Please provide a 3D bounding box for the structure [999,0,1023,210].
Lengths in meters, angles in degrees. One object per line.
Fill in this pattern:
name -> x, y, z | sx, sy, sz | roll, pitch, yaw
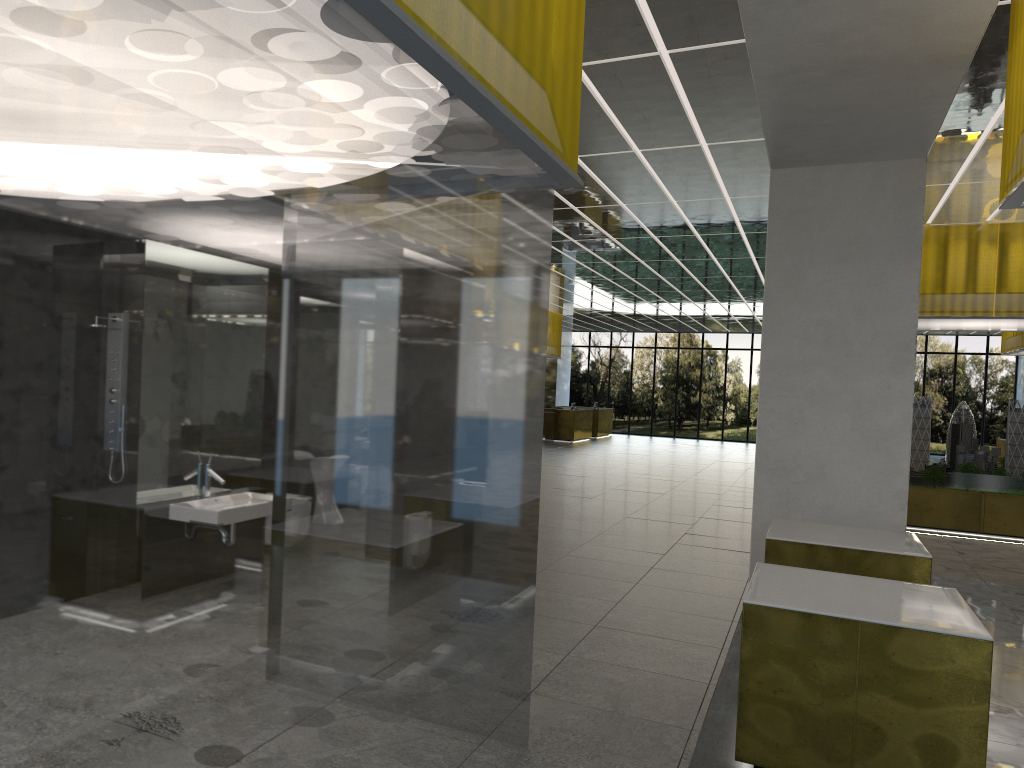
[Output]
structure -> 5.084, -2.549, 4.820 | 3.388, 2.270, 3.120 | 3, 0, 24

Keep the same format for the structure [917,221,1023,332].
structure -> 9.518, -2.319, 17.297 | 3.388, 2.270, 3.121 | 3, 0, 24

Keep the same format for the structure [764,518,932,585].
structure -> 3.249, 2.078, 8.452 | 1.421, 1.174, 1.389 | 3, 0, 24

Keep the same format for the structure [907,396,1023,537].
structure -> 9.799, 1.585, 18.517 | 4.026, 2.572, 4.956 | 3, 0, 23

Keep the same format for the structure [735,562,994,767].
structure -> 2.339, 2.031, 5.890 | 1.421, 1.174, 1.389 | 3, 0, 24

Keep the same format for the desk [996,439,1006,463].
desk -> 16.270, 2.517, 24.732 | 3.348, 1.509, 3.351 | 3, 0, 24

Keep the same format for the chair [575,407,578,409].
chair -> 3.701, 2.020, 46.381 | 1.229, 1.494, 0.939 | 3, 1, 40

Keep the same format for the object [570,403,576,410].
object -> 2.845, 1.254, 41.724 | 0.573, 0.668, 0.722 | 3, 1, 23

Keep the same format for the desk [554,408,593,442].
desk -> 1.990, 1.938, 42.193 | 3.348, 1.509, 3.351 | 3, 0, 24

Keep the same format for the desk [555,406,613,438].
desk -> 3.532, 2.018, 46.529 | 3.348, 1.509, 3.351 | 3, 0, 24

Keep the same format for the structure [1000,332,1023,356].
structure -> 16.442, -1.994, 24.662 | 3.388, 2.270, 2.999 | 3, 0, 24

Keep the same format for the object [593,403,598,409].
object -> 4.400, 1.335, 46.099 | 0.572, 0.668, 0.722 | 3, 1, 23
